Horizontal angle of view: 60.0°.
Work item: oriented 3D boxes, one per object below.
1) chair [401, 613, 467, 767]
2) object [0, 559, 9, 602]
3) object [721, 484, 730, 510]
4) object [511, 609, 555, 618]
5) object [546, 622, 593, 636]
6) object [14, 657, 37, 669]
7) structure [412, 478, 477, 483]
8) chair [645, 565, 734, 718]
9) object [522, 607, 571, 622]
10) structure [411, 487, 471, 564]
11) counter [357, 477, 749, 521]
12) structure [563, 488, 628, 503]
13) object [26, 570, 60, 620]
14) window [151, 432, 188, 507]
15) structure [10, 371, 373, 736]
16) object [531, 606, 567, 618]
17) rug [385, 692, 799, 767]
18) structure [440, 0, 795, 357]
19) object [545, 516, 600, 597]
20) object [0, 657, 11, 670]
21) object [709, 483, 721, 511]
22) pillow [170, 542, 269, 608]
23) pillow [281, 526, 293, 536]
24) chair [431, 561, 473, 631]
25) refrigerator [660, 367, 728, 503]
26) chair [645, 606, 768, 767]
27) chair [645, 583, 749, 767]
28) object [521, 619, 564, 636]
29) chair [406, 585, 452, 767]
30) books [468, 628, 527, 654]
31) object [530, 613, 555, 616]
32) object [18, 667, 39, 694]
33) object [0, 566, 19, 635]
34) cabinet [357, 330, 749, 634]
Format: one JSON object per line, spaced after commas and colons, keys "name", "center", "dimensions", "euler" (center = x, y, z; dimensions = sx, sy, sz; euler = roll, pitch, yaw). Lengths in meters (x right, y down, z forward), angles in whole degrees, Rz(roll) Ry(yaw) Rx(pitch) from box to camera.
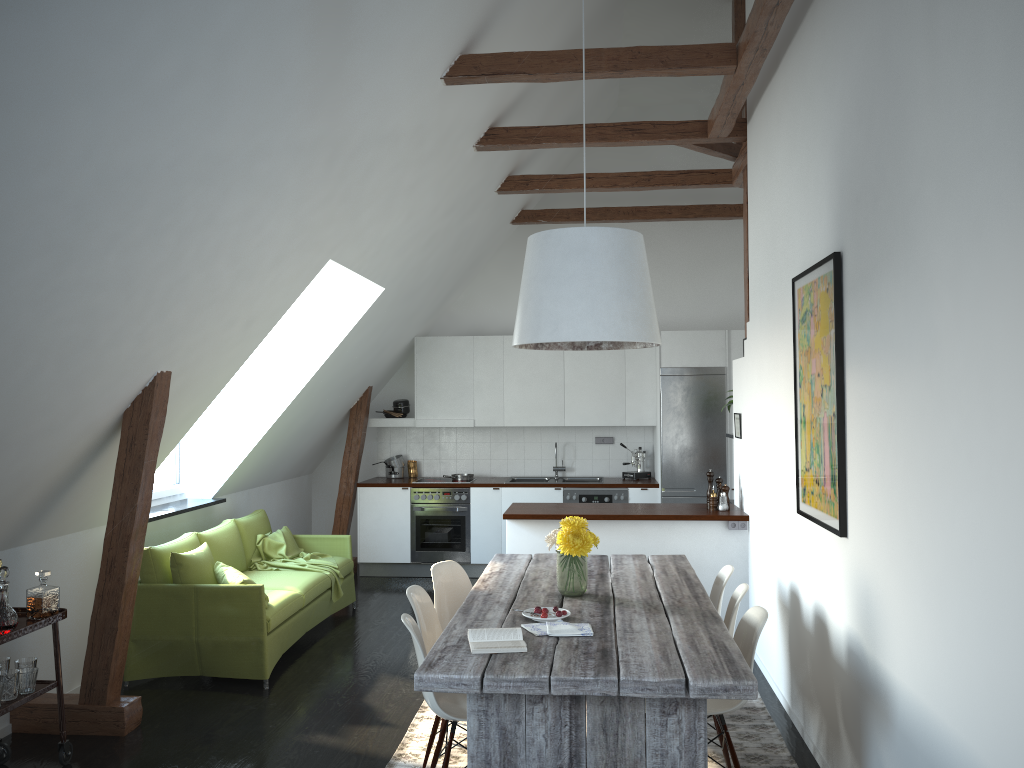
{"name": "chair", "center": [-0.190, 1.368, 3.715], "dimensions": [0.542, 0.801, 0.465], "euler": [0, -1, -9]}
{"name": "object", "center": [-2.263, 0.926, 3.905], "dimensions": [0.081, 0.307, 0.081], "euler": [-1, -1, 11]}
{"name": "object", "center": [1.527, 0.807, 6.337], "dimensions": [0.058, 0.184, 0.058], "euler": [0, -1, 2]}
{"name": "object", "center": [0.089, 0.961, 3.720], "dimensions": [0.194, 0.022, 0.019], "euler": [-1, -1, 21]}
{"name": "object", "center": [0.228, 0.969, 3.515], "dimensions": [0.182, 0.016, 0.179], "euler": [0, -1, 0]}
{"name": "object", "center": [-2.240, 1.329, 4.085], "dimensions": [0.095, 0.119, 0.095], "euler": [0, -1, -33]}
{"name": "structure", "center": [-0.667, 0.984, 8.885], "dimensions": [0.574, 0.041, 0.504], "euler": [-1, -1, 5]}
{"name": "chair", "center": [0.925, 1.384, 4.788], "dimensions": [0.542, 0.801, 0.465], "euler": [-1, -1, 6]}
{"name": "object", "center": [0.144, 0.971, 3.721], "dimensions": [0.205, 0.024, 0.205], "euler": [0, -1, -3]}
{"name": "structure", "center": [-0.660, 1.376, 8.890], "dimensions": [0.583, 0.725, 0.749], "euler": [-1, -1, 5]}
{"name": "counter", "center": [0.081, 0.957, 7.702], "dimensions": [3.365, 0.038, 3.085], "euler": [-1, -1, 5]}
{"name": "structure", "center": [0.821, 1.357, 8.662], "dimensions": [0.612, 0.725, 0.582], "euler": [-1, -1, 5]}
{"name": "object", "center": [-2.174, 0.975, 4.111], "dimensions": [0.101, 0.211, 0.101], "euler": [-1, -1, 20]}
{"name": "window", "center": [-0.075, -1.323, 2.817], "dimensions": [5.959, 4.249, 8.018], "euler": [-1, -1, 5]}
{"name": "structure", "center": [-2.479, 0.798, 2.849], "dimensions": [1.023, 1.963, 12.350], "euler": [-1, -1, 5]}
{"name": "object", "center": [0.158, 0.959, 3.730], "dimensions": [0.132, 0.034, 0.144], "euler": [0, -1, -23]}
{"name": "rug", "center": [0.366, 1.765, 4.081], "dimensions": [1.898, 0.022, 2.677], "euler": [-1, -1, 5]}
{"name": "structure", "center": [2.393, -2.073, 0.758], "dimensions": [10.230, 3.562, 15.910], "euler": [-1, -1, 11]}
{"name": "object", "center": [0.288, 0.807, 4.178], "dimensions": [0.233, 0.365, 0.293], "euler": [0, -1, -24]}
{"name": "object", "center": [-2.369, 1.330, 4.094], "dimensions": [0.095, 0.119, 0.095], "euler": [0, -1, -33]}
{"name": "object", "center": [1.446, 0.803, 6.317], "dimensions": [0.080, 0.192, 0.058], "euler": [0, -1, -11]}
{"name": "pillow", "center": [-1.797, 1.213, 5.589], "dimensions": [0.600, 0.387, 0.475], "euler": [0, -1, 3]}
{"name": "pillow", "center": [-1.845, 1.307, 7.125], "dimensions": [0.210, 0.275, 0.462], "euler": [0, -1, 3]}
{"name": "chair", "center": [-0.171, 1.392, 4.815], "dimensions": [0.542, 0.801, 0.465], "euler": [-1, -1, 31]}
{"name": "refrigerator", "center": [1.711, 0.775, 8.327], "dimensions": [0.609, 1.868, 0.031], "euler": [-1, -1, 5]}
{"name": "chair", "center": [0.816, 1.363, 3.785], "dimensions": [0.542, 0.801, 0.465], "euler": [0, -1, 1]}
{"name": "chair", "center": [0.878, 1.374, 4.317], "dimensions": [0.542, 0.801, 0.465], "euler": [-1, -1, 11]}
{"name": "object", "center": [0.146, 0.971, 3.539], "dimensions": [0.182, 0.014, 0.185], "euler": [0, -1, -20]}
{"name": "chair", "center": [-0.230, 1.380, 4.241], "dimensions": [0.542, 0.801, 0.465], "euler": [-1, -1, 6]}
{"name": "books", "center": [-0.059, 0.956, 3.333], "dimensions": [0.202, 0.042, 0.251], "euler": [0, -1, -6]}
{"name": "object", "center": [0.127, 0.967, 3.721], "dimensions": [0.110, 0.011, 0.058], "euler": [-1, -1, 9]}
{"name": "object", "center": [-2.182, 1.337, 3.990], "dimensions": [0.092, 0.099, 0.092], "euler": [0, -1, -17]}
{"name": "object", "center": [-2.186, 0.930, 3.813], "dimensions": [0.114, 0.292, 0.114], "euler": [0, -1, -22]}
{"name": "cabinet", "center": [0.511, 0.674, 7.692], "dimensions": [4.208, 2.369, 3.033], "euler": [-1, -1, 6]}
